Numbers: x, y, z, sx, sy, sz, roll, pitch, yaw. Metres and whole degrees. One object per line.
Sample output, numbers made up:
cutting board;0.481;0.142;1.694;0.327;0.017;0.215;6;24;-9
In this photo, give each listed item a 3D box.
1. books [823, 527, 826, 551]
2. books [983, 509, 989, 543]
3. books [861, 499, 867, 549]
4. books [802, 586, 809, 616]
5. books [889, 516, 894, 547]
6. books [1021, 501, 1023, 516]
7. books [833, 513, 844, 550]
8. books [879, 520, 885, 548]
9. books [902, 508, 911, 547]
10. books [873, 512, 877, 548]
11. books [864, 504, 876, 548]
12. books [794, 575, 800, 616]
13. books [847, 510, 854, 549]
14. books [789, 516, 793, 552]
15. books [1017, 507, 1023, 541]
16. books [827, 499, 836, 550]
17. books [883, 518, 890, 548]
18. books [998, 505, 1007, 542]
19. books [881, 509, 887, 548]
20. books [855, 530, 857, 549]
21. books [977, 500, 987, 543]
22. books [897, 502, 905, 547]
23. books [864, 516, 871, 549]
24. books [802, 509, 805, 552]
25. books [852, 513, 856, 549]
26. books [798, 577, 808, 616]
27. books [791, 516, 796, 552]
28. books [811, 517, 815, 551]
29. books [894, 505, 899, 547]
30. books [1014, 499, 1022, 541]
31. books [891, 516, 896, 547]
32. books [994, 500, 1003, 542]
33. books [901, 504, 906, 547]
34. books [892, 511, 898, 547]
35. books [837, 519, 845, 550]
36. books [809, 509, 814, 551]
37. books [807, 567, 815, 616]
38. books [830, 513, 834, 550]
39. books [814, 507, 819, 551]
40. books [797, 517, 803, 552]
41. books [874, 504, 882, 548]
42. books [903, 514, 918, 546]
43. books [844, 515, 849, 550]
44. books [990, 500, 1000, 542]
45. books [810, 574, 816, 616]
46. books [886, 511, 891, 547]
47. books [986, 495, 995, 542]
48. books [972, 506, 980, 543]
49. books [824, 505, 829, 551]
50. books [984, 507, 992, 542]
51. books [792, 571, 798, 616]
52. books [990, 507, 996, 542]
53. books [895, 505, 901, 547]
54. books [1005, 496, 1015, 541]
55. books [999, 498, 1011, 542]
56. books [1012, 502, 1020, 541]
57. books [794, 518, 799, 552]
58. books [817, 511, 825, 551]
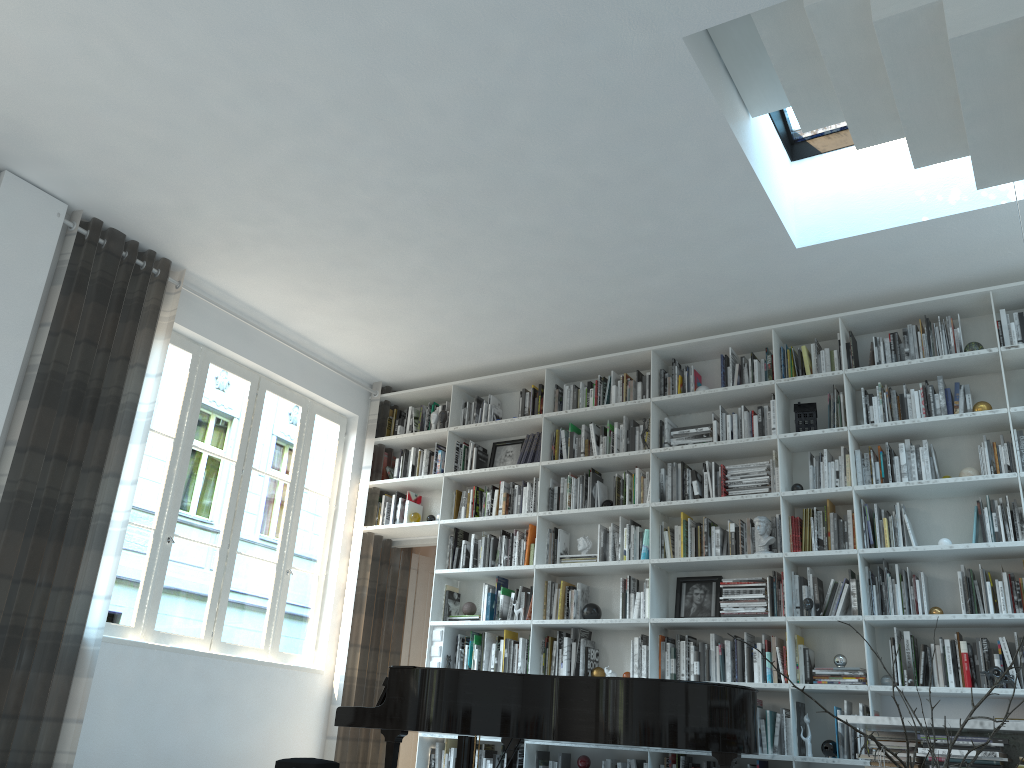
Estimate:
books;1.895;0.959;5.314;0.030;0.180;0.132;-9;-25;30
books;2.616;0.813;4.873;0.006;0.209;0.188;-9;-25;30
books;2.081;0.851;5.201;0.006;0.317;0.165;-9;-25;30
books;1.748;1.299;5.217;0.027;0.191;0.183;-9;-25;30
books;2.205;0.886;5.121;0.014;0.208;0.157;-9;-25;30
books;2.777;0.769;4.786;0.010;0.244;0.159;-9;-25;30
books;1.939;0.905;5.256;0.027;0.241;0.189;-9;-25;30
books;2.159;0.901;5.143;0.014;0.192;0.147;-9;-25;30
books;2.272;0.858;5.100;0.007;0.253;0.161;-9;-25;30
books;2.135;0.886;5.180;0.007;0.243;0.146;-9;-25;30
books;2.108;0.862;5.183;0.035;0.286;0.192;-9;-25;30
books;1.717;1.282;5.276;0.024;0.262;0.154;-9;-25;30
books;2.015;0.891;5.241;0.032;0.265;0.143;-9;-25;30
books;1.724;0.950;5.419;0.014;0.253;0.161;-9;-25;30
books;2.767;0.790;4.795;0.023;0.211;0.165;-9;-25;30
books;1.918;0.875;5.311;0.022;0.336;0.170;-9;-25;30
books;2.171;0.888;5.108;0.017;0.191;0.192;-9;-25;30
books;2.678;0.793;4.835;0.012;0.223;0.178;-9;-25;30
books;2.176;0.871;5.152;0.013;0.255;0.145;-9;-25;30
books;2.054;0.889;5.232;0.033;0.267;0.142;-9;-25;30
books;2.603;0.793;4.899;0.021;0.263;0.175;-9;-25;30
books;2.250;0.843;5.111;0.013;0.286;0.159;-9;-25;30
books;2.094;0.900;5.189;0.015;0.219;0.155;-9;-25;30
books;1.784;0.916;5.376;0.035;0.292;0.145;-9;-25;30
books;2.038;0.903;5.240;0.019;0.246;0.149;-9;-25;30
books;1.737;1.282;5.258;0.028;0.252;0.143;-9;-25;30
books;1.738;0.948;5.412;0.015;0.254;0.151;-9;-25;30
books;1.832;0.936;5.337;0.015;0.231;0.180;-9;-25;30
books;2.234;0.851;5.111;0.006;0.269;0.179;-9;-25;30
books;2.746;0.768;4.799;0.011;0.251;0.169;-9;-25;30
books;2.210;0.880;5.110;0.007;0.211;0.158;-9;-25;30
books;2.672;0.782;4.854;0.015;0.258;0.152;-9;-25;30
books;2.282;0.850;5.140;0.011;0.299;0.089;-9;-25;30
books;2.228;0.868;5.119;0.017;0.242;0.133;-9;-25;30
books;1.963;0.922;5.243;0.034;0.203;0.182;-9;-25;30
books;1.822;0.914;5.365;0.035;0.292;0.145;-9;-25;30
books;1.777;1.249;5.240;0.013;0.305;0.141;-9;-25;30
books;1.932;0.913;5.289;0.033;0.252;0.175;-9;-25;30
books;1.847;0.904;5.337;0.019;0.293;0.164;-9;-25;30
books;1.771;0.951;5.403;0.013;0.246;0.177;-9;-25;30
books;2.138;0.854;5.147;0.013;0.278;0.192;-9;-25;30
books;2.282;0.865;5.055;0.051;0.209;0.177;-9;-25;30
books;1.996;0.909;5.252;0.028;0.238;0.146;-9;-25;30
books;2.657;0.782;4.863;0.018;0.262;0.165;-9;-25;30
books;1.791;1.269;5.234;0.012;0.264;0.158;-9;-25;30
books;2.197;0.872;5.132;0.008;0.241;0.169;-9;-25;30
books;2.646;0.776;4.890;0.013;0.294;0.154;-9;-25;30
books;2.574;0.812;4.918;0.056;0.240;0.154;-9;-25;30
books;1.896;0.890;5.294;0.019;0.291;0.183;-9;-25;30
books;2.625;0.807;4.870;0.013;0.218;0.188;-9;-25;30
books;1.702;1.275;5.289;0.012;0.284;0.160;-9;-25;30
books;2.653;0.805;4.874;0.007;0.229;0.147;-9;-25;30
books;2.241;0.850;5.113;0.006;0.272;0.167;-9;-25;30
books;2.712;0.763;4.819;0.012;0.272;0.184;-9;-25;30
books;2.704;0.773;4.847;0.032;0.273;0.155;-9;-25;30
books;2.744;0.780;4.818;0.013;0.243;0.159;-9;-25;30
books;1.752;0.950;5.401;0.014;0.243;0.145;-9;-25;30
books;1.876;0.917;5.343;0.035;0.277;0.139;-9;-25;30
